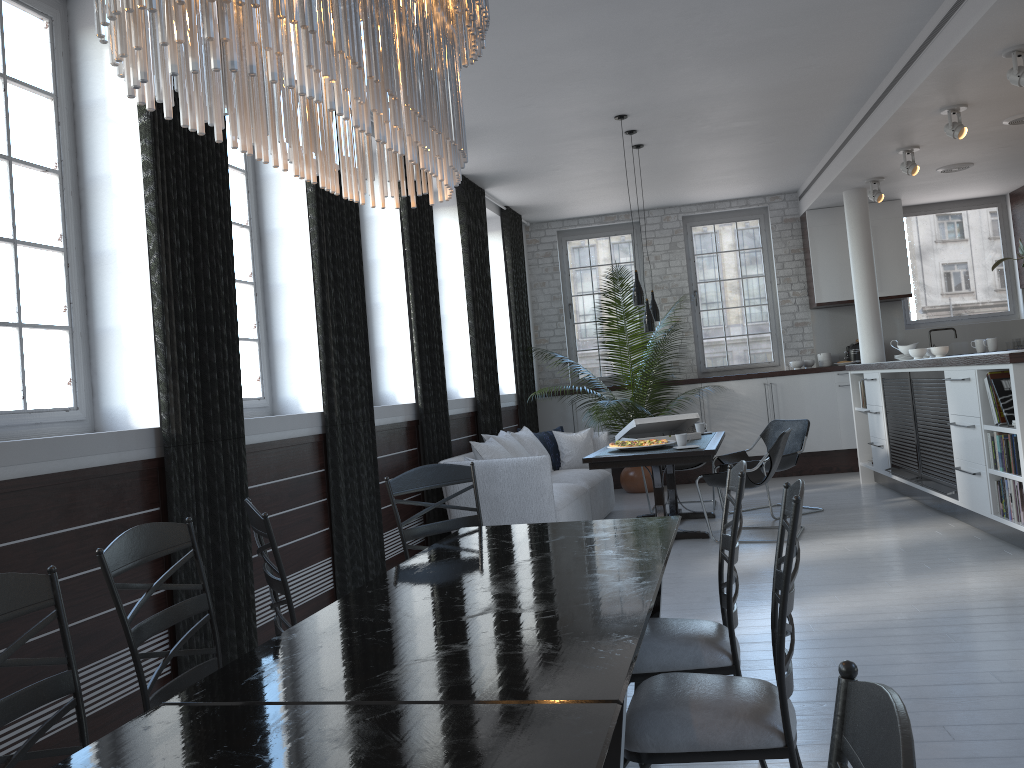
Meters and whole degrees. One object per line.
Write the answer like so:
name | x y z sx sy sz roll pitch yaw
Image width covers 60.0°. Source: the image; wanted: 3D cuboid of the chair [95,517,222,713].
chair | -0.742 0.848 2.399 0.503 0.966 0.496 -6 -2 13

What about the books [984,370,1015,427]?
books | 3.000 0.081 5.317 0.186 0.329 0.323 -5 -2 9

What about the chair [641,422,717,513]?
chair | 1.584 0.782 8.360 0.670 0.779 0.664 -6 -2 14

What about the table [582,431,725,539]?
table | 1.259 0.837 7.272 0.958 0.704 1.917 -5 -1 15

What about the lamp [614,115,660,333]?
lamp | 1.059 -1.354 7.386 0.114 1.856 1.055 -6 -2 16

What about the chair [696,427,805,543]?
chair | 1.784 0.748 6.651 0.663 0.779 0.671 -6 -2 24

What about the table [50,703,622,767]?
table | -0.452 0.929 0.595 0.890 0.698 1.995 -5 -1 14

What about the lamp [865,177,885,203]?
lamp | 3.592 -1.902 8.749 0.183 0.239 0.183 -6 -2 12

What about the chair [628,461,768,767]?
chair | 0.510 0.739 2.717 0.503 0.966 0.496 -5 -2 9

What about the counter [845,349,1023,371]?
counter | 3.791 -0.217 6.872 1.445 0.061 4.198 -5 -1 9

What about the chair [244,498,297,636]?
chair | -0.610 0.842 2.999 0.504 0.966 0.495 -4 -3 -24

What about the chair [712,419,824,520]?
chair | 2.198 0.720 7.612 0.665 0.779 0.669 -4 -2 -26

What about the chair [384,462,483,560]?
chair | -0.174 0.808 3.540 0.497 0.966 0.502 -4 -3 -28

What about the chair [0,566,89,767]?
chair | -0.787 0.840 1.713 0.503 0.957 0.490 -5 -2 8

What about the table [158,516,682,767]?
table | 0.020 0.905 2.539 0.890 0.698 1.995 -5 -1 14

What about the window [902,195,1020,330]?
window | 5.171 -1.415 10.379 1.297 1.461 0.133 -5 -3 9

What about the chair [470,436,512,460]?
chair | -0.101 0.649 7.133 0.360 0.437 0.529 -6 -2 17

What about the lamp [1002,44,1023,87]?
lamp | 3.049 -1.886 5.303 0.183 0.239 0.183 -6 -2 12

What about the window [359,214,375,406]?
window | -1.289 -0.807 6.491 0.133 1.994 1.033 -6 -2 15

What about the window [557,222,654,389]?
window | 1.158 -0.970 10.995 1.033 1.994 0.133 -5 -3 9

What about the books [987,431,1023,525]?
books | 3.142 0.390 5.175 0.492 0.799 0.540 -5 -2 9

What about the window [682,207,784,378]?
window | 3.803 -1.489 15.155 8.131 6.080 9.139 -5 -1 9

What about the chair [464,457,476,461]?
chair | -0.188 0.732 6.595 0.234 0.395 0.466 -4 -2 -23

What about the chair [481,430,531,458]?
chair | 0.021 0.649 7.590 0.391 0.507 0.597 -6 -2 16

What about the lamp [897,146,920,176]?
lamp | 3.411 -1.897 7.600 0.183 0.239 0.183 -6 -2 12

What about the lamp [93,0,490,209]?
lamp | -0.402 -1.223 1.680 0.440 1.628 1.272 -6 -2 14

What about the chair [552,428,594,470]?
chair | 0.626 0.643 8.497 0.458 0.439 0.219 -4 -2 -22

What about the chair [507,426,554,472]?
chair | 0.154 0.620 8.057 0.374 0.466 0.565 -6 -2 16

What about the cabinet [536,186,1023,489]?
cabinet | 3.264 -0.496 7.098 7.224 3.006 7.295 -5 -1 9

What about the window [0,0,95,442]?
window | -2.082 -0.765 3.509 0.133 1.994 1.033 -6 -2 15

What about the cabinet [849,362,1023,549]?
cabinet | 3.841 0.369 6.833 1.499 1.173 4.167 -5 -1 9

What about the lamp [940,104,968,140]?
lamp | 3.230 -1.891 6.451 0.183 0.239 0.183 -6 -2 12

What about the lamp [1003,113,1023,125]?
lamp | 4.007 -2.068 6.900 0.328 0.025 0.328 -5 -1 14

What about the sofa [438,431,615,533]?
sofa | 0.216 0.898 7.524 0.919 0.772 2.656 -6 -1 16

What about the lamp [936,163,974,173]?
lamp | 4.264 -2.076 8.531 0.329 0.025 0.328 -5 -1 -16

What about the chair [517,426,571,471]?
chair | 0.288 0.647 8.487 0.625 0.500 0.332 -4 -2 -41

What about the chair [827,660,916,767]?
chair | 0.105 0.756 0.718 0.503 0.966 0.496 -6 -2 16

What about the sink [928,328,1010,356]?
sink | 4.365 -0.297 8.566 0.648 0.520 0.546 -5 -2 9

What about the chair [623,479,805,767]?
chair | 0.499 0.735 2.151 0.503 0.966 0.496 -6 -2 14

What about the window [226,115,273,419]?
window | -1.685 -0.786 5.001 0.133 1.994 1.033 -6 -2 15
